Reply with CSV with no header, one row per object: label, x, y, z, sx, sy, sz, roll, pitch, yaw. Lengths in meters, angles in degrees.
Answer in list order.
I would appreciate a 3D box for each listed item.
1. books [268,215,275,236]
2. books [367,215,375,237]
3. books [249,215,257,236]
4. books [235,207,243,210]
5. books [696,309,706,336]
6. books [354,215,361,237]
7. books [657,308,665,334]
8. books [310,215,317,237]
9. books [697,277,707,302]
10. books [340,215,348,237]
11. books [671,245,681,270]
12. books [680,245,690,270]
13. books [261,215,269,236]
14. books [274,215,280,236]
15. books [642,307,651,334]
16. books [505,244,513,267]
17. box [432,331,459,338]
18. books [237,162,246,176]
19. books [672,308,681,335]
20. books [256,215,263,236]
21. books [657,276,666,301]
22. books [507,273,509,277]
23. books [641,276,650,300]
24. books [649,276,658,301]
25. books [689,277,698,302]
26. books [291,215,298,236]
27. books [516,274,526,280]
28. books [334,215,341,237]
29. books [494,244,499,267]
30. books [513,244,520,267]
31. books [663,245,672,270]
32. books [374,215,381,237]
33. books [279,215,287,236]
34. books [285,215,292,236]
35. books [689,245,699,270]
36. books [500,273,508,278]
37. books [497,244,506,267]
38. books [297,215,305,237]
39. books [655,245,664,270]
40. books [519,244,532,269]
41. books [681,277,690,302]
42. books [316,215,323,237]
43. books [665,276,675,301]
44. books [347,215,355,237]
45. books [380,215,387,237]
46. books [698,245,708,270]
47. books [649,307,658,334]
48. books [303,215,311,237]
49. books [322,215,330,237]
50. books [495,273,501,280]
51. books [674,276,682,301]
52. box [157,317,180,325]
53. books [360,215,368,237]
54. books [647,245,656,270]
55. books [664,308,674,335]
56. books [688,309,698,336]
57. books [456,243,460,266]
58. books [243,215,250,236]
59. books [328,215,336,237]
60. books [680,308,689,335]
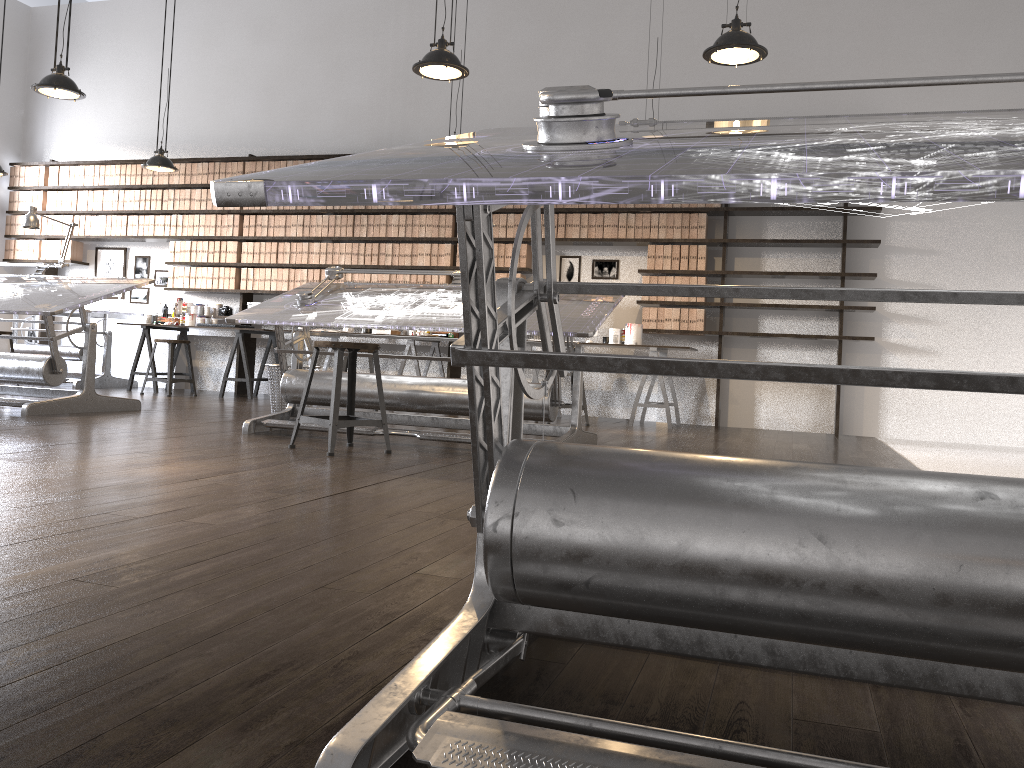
books,-2.415,-1.598,9.052,0.067,0.226,0.174,2,-1,18
books,-1.353,-1.536,8.714,0.067,0.226,0.174,2,-1,17
books,-2.623,-1.610,9.113,0.067,0.226,0.174,2,-1,18
books,-2.790,-1.896,9.179,0.067,0.226,0.174,2,-1,17
books,1.647,-0.536,7.715,0.067,0.226,0.174,2,-1,18
books,-1.488,-1.544,8.757,0.067,0.226,0.174,2,-1,18
books,1.329,-0.555,7.820,0.067,0.226,0.174,2,-1,18
books,-1.957,-1.572,8.907,0.067,0.226,0.174,2,-1,18
books,1.660,-0.813,7.728,0.067,0.226,0.174,2,-1,18
books,-1.630,-1.552,8.802,0.067,0.226,0.174,2,-1,18
books,1.454,-1.101,7.808,0.067,0.226,0.174,2,-1,17
books,1.524,-1.097,7.780,0.067,0.226,0.174,2,-1,18
books,-2.484,-1.602,9.069,0.067,0.226,0.174,2,-1,17
books,-2.347,-1.594,9.030,0.067,0.226,0.174,2,-1,18
books,1.202,-0.562,7.862,0.067,0.226,0.174,2,-1,18
books,-0.006,-1.186,8.272,0.067,0.226,0.174,2,-1,17
box,-0.610,-0.530,8.146,0.212,0.207,0.137,3,-1,18
books,-2.770,-2.172,9.183,0.067,0.226,0.174,2,-1,18
books,1.452,-0.547,7.778,0.067,0.226,0.174,2,-1,17
books,-2.550,-1.606,9.095,0.067,0.226,0.174,2,-1,17
books,1.335,-0.832,7.834,0.067,0.226,0.174,2,-1,17
books,0.010,-0.909,8.253,0.067,0.226,0.174,2,-1,18
books,1.200,-0.840,7.871,0.067,0.226,0.174,2,-1,18
books,1.268,-0.836,7.853,0.067,0.226,0.174,2,-1,17
books,1.593,-0.817,7.749,0.067,0.226,0.174,2,-1,18
books,-2.161,-1.583,8.968,0.067,0.226,0.174,2,-1,18
books,0.070,-0.906,8.233,0.067,0.226,0.174,2,-1,18
books,-1.694,-1.556,8.820,0.067,0.226,0.174,2,-1,17
books,-0.140,-1.194,8.309,0.067,0.226,0.174,2,-1,18
books,0.060,-1.182,8.247,0.067,0.226,0.174,2,-1,18
books,1.385,-1.105,7.825,0.067,0.226,0.174,2,-1,17
books,-1.286,-1.532,8.692,0.067,0.226,0.174,2,-1,17
books,-2.285,-1.590,9.004,0.067,0.226,0.174,2,-1,17
books,-2.220,-1.587,8.988,0.067,0.226,0.174,2,-1,18
books,1.596,-1.093,7.763,0.067,0.226,0.174,2,-1,17
books,-0.054,-0.913,8.269,0.067,0.226,0.174,2,-1,17
books,-0.074,-1.190,8.294,0.067,0.226,0.174,2,-1,17
books,-2.092,-1.579,8.944,0.067,0.226,0.174,2,-1,17
books,1.319,-1.109,7.850,0.067,0.226,0.174,2,-1,18
books,0.129,-1.178,8.230,0.067,0.226,0.174,2,-1,18
books,1.531,-0.821,7.763,0.067,0.226,0.174,2,-1,17
books,-1.892,-1.568,8.882,0.067,0.226,0.174,2,-1,17
books,1.400,-0.828,7.809,0.067,0.226,0.174,2,-1,18
books,-1.561,-1.548,8.775,0.067,0.226,0.174,2,-1,17
books,-1.224,-1.529,8.666,0.067,0.226,0.174,2,-1,18
books,1.667,-1.089,7.737,0.067,0.226,0.174,2,-1,18
books,1.265,-0.558,7.836,0.067,0.226,0.174,2,-1,17
books,-2.024,-1.575,8.926,0.067,0.226,0.174,2,-1,18
books,-1.824,-1.564,8.857,0.067,0.226,0.174,2,-1,17
books,-0.117,-0.917,8.295,0.067,0.226,0.174,2,-1,18
books,1.468,-0.824,7.784,0.067,0.226,0.174,2,-1,18
box,-3.495,-0.636,9.062,0.212,0.083,0.137,3,1,17
books,-1.422,-1.540,8.731,0.067,0.226,0.174,2,-1,18
books,1.251,-1.113,7.872,0.067,0.226,0.174,2,-1,18
books,1.389,-0.551,7.800,0.067,0.226,0.174,2,-1,18
books,1.587,-0.540,7.741,0.067,0.226,0.174,2,-1,18
books,-0.464,-1.213,8.419,0.067,0.226,0.174,2,-1,17
books,-2.692,-1.614,9.140,0.067,0.226,0.174,2,-1,17
books,-1.755,-1.560,8.835,0.067,0.226,0.174,2,-1,18
books,1.520,-0.543,7.760,0.067,0.226,0.174,2,-1,18
